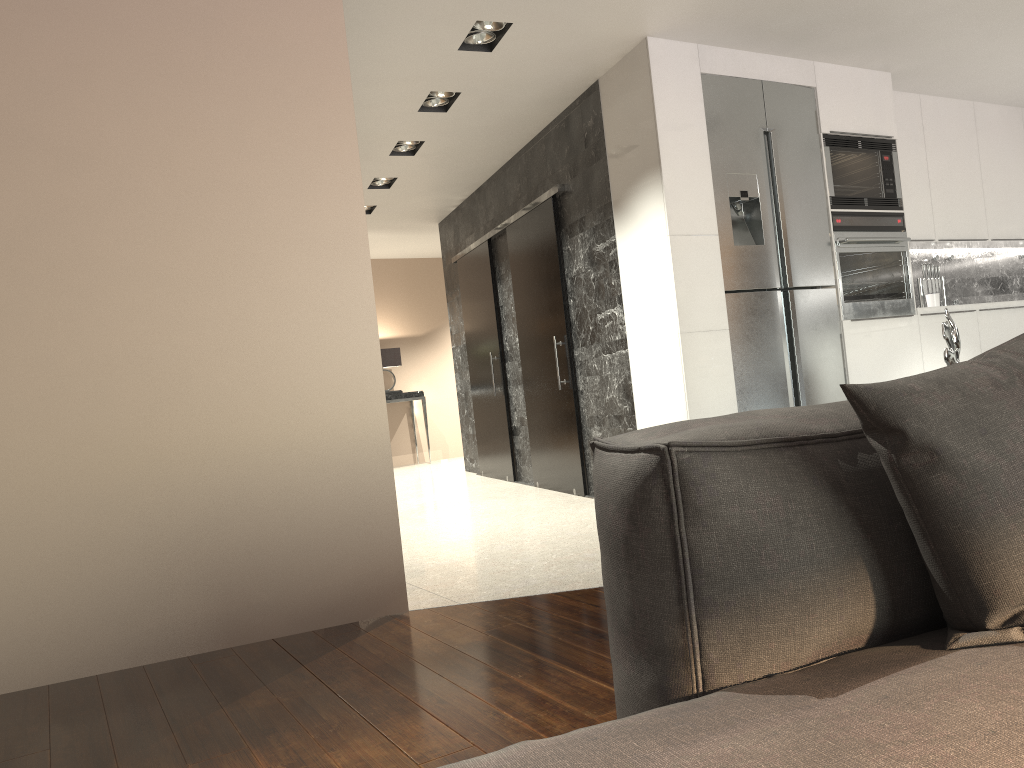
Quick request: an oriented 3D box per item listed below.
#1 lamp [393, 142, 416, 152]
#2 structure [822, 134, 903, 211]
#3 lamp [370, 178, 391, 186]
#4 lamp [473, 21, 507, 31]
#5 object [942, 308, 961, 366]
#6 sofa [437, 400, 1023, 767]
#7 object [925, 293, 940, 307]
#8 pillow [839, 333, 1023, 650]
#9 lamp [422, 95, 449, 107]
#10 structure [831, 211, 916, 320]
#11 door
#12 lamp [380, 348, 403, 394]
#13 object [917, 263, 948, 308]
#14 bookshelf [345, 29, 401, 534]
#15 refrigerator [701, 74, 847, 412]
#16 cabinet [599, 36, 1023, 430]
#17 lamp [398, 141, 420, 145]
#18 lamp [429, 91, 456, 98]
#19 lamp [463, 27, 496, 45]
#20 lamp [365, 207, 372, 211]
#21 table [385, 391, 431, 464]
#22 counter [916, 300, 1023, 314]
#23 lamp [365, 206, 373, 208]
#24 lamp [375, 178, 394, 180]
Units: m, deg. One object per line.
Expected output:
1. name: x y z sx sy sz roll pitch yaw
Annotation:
1. lamp: -0.761 -1.669 6.167 0.183 0.077 0.170 -6 0 -20
2. structure: 2.021 -1.275 5.644 0.693 0.450 0.582 -6 0 -30
3. lamp: -1.060 -1.631 7.054 0.183 0.077 0.170 -6 0 -20
4. lamp: -0.113 -1.753 4.241 0.172 0.077 0.181 -6 0 15
5. object: 1.100 -0.048 2.200 0.271 0.287 0.298 -6 0 30
6. sofa: 1.298 0.273 0.559 2.839 0.704 2.393 -6 0 -20
7. object: 2.937 -0.577 6.136 0.089 0.117 0.095 -6 0 19
8. pillow: 1.569 -0.006 1.175 2.027 0.431 1.094 -6 0 21
9. lamp: -0.466 -1.707 5.286 0.172 0.077 0.182 -6 0 16
10. structure: 2.103 -0.715 5.603 0.698 0.651 0.618 -6 0 -30
11. door: -0.005 -0.223 7.016 0.134 2.056 2.741 -6 0 -19
12. lamp: -1.496 -0.141 10.238 0.419 0.528 0.272 -6 0 -30
13. object: 2.992 -0.692 6.268 0.304 0.336 0.057 -6 0 -27
14. bookshelf: -1.684 -0.261 6.426 0.301 2.490 6.306 -6 0 -19
15. refrigerator: 1.404 -0.530 5.191 0.916 2.343 0.555 -6 0 -30
16. cabinet: 4.094 -0.914 3.354 4.668 2.500 6.584 -6 0 -29
17. lamp: -0.706 -1.676 6.004 0.185 0.077 0.169 -6 0 -27
18. lamp: -0.411 -1.714 5.123 0.172 0.077 0.181 -6 0 15
19. lamp: -0.168 -1.746 4.404 0.172 0.077 0.182 -6 0 16
20. lamp: -1.357 -1.593 7.936 0.183 0.077 0.170 -6 0 -20
21. table: -1.712 0.583 10.095 1.501 0.865 0.425 -6 0 -31
22. counter: 4.261 -0.650 5.041 2.825 0.041 3.834 -6 0 -29
23. lamp: -1.302 -1.600 7.773 0.185 0.077 0.169 -6 0 -27
24. lamp: -1.005 -1.638 6.891 0.185 0.077 0.169 -6 0 -27
